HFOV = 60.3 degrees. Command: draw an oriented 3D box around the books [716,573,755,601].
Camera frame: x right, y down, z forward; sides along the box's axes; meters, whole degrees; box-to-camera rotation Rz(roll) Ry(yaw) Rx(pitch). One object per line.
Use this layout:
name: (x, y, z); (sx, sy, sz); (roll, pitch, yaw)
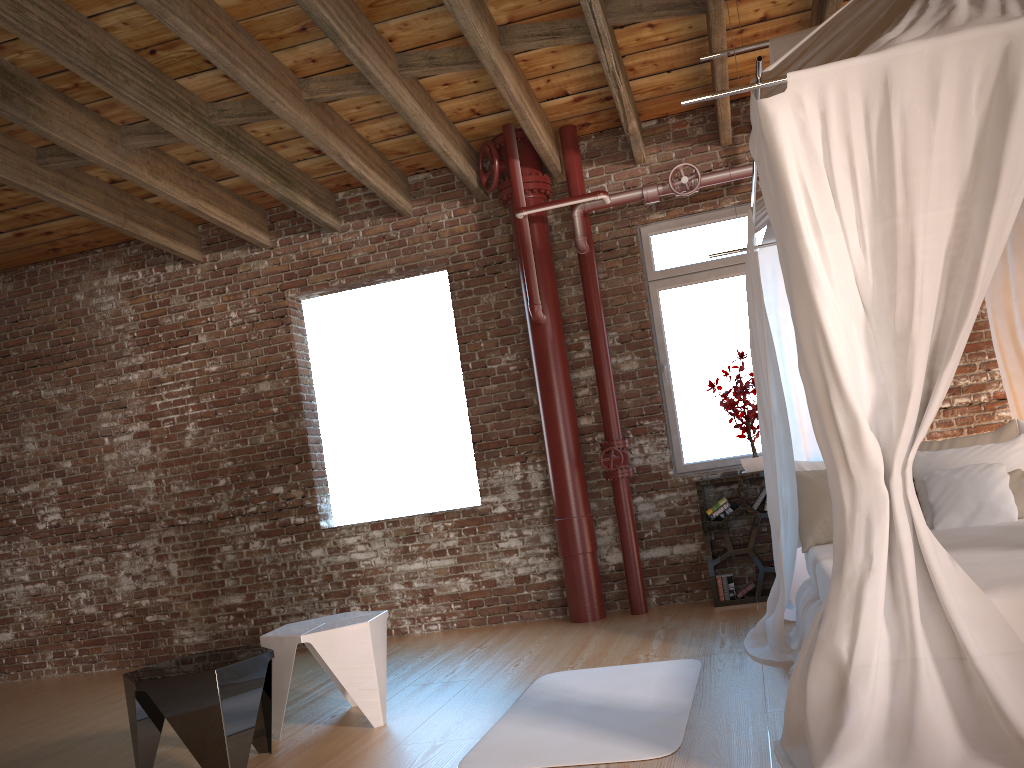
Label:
books: (1.495, 1.346, 5.876); (0.245, 0.159, 0.137); (-10, -3, 13)

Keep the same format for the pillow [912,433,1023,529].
pillow: (2.290, 0.468, 4.356); (0.600, 0.402, 0.356); (-9, -3, 10)

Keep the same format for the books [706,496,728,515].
books: (1.368, 0.813, 5.894); (0.151, 0.109, 0.137); (-10, -4, 13)

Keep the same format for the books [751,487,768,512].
books: (1.697, 0.757, 5.823); (0.239, 0.165, 0.137); (-10, -3, 13)

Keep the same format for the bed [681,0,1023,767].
bed: (1.896, -0.806, 3.549); (2.449, 3.876, 2.727); (-9, -3, 13)

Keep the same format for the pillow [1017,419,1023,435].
pillow: (2.904, 0.373, 4.432); (0.619, 0.498, 0.212); (-10, -2, 12)

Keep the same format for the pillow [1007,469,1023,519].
pillow: (2.420, 0.520, 4.187); (0.283, 0.233, 0.165); (-9, -3, 11)

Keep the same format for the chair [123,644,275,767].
chair: (-1.266, 1.395, 3.658); (0.545, 0.489, 0.608); (-6, -5, -33)

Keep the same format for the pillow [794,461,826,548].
pillow: (1.784, 0.581, 4.668); (0.620, 0.492, 0.203); (-10, -2, 13)

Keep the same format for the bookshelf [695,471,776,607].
bookshelf: (1.718, 1.000, 5.895); (0.839, 0.844, 0.299); (-9, -2, 12)

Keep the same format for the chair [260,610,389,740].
chair: (-0.869, 1.401, 4.276); (0.625, 0.489, 0.530); (-7, -4, -23)

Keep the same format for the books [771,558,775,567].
books: (1.803, 1.120, 5.806); (0.199, 0.180, 0.137); (-9, -3, 13)

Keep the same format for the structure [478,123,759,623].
structure: (0.906, -0.198, 5.918); (1.961, 3.459, 0.588); (-9, -1, 12)

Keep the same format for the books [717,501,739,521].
books: (1.442, 0.848, 5.879); (0.154, 0.114, 0.137); (-10, -4, 13)

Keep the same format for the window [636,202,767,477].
window: (1.624, -0.341, 6.146); (1.319, 1.846, 0.171); (-9, -1, 12)

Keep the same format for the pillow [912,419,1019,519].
pillow: (2.335, 0.468, 4.556); (0.620, 0.494, 0.213); (-9, -2, 12)

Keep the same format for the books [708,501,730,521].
books: (1.386, 0.846, 5.891); (0.151, 0.109, 0.137); (-10, -4, 13)

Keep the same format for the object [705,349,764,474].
object: (1.530, 0.179, 5.906); (0.408, 0.839, 0.404); (-9, -2, 9)

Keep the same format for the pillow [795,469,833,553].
pillow: (1.738, 0.603, 4.475); (0.601, 0.414, 0.366); (-9, -3, 10)

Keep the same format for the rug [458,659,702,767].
rug: (0.366, 1.404, 3.845); (0.843, 0.007, 1.468); (-10, -6, 14)

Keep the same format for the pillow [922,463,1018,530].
pillow: (2.177, 0.535, 4.203); (0.377, 0.290, 0.220); (-10, -3, 22)
